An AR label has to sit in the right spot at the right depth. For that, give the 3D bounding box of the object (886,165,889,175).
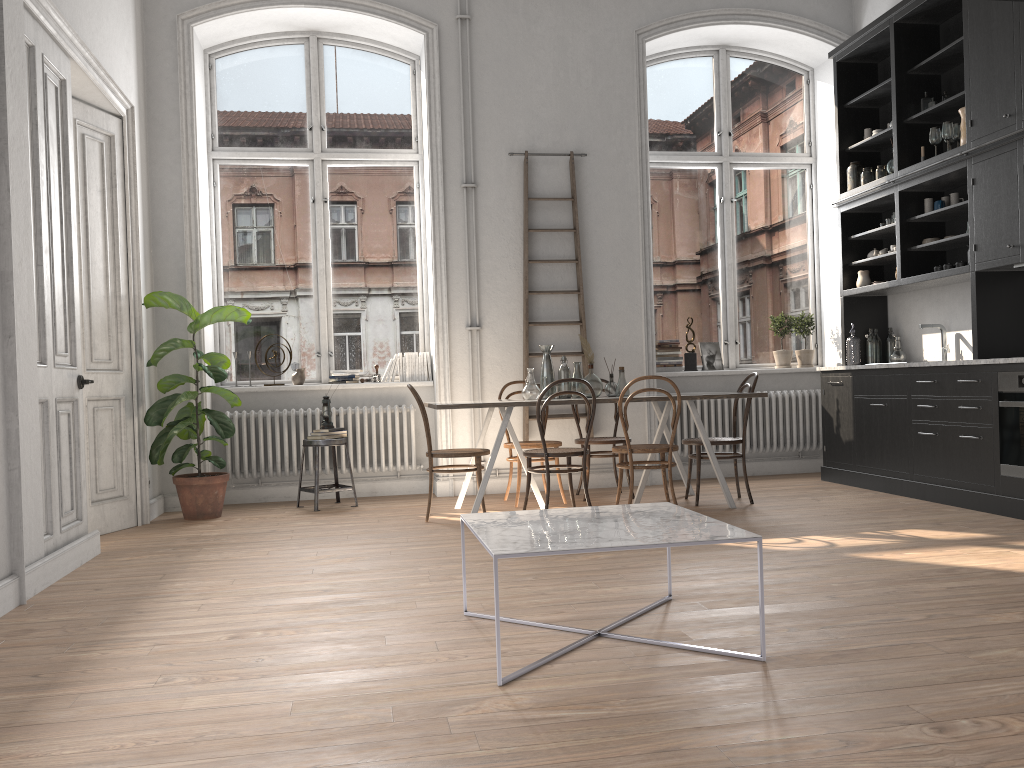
[{"bbox_3d":[3.044,-1.676,7.171,0.092,0.184,0.092,-2,1,-45],"label":"object"}]

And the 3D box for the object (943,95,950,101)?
[{"bbox_3d":[3.144,-2.028,6.414,0.044,0.121,0.058,-2,0,17],"label":"object"}]

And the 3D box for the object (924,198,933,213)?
[{"bbox_3d":[3.089,-1.300,6.559,0.082,0.135,0.059,-2,1,-42],"label":"object"}]

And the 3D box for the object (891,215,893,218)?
[{"bbox_3d":[3.044,-1.285,7.042,0.060,0.107,0.060,-2,1,-42],"label":"object"}]

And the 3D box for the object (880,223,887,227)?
[{"bbox_3d":[2.966,-1.252,7.060,0.071,0.047,0.071,-2,0,28],"label":"object"}]

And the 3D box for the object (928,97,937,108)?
[{"bbox_3d":[3.069,-2.027,6.466,0.041,0.125,0.053,-2,1,-43],"label":"object"}]

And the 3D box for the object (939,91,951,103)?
[{"bbox_3d":[3.183,-2.057,6.514,0.065,0.177,0.084,-2,0,12],"label":"object"}]

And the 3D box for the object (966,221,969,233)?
[{"bbox_3d":[3.136,-1.065,6.070,0.058,0.094,0.058,-2,0,29],"label":"object"}]

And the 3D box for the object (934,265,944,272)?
[{"bbox_3d":[3.051,-0.818,6.311,0.088,0.059,0.104,-2,0,-21],"label":"object"}]

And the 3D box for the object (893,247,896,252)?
[{"bbox_3d":[2.993,-1.040,6.912,0.049,0.054,0.039,-2,0,16],"label":"object"}]

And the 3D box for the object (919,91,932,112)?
[{"bbox_3d":[3.063,-2.065,6.555,0.084,0.199,0.065,-2,0,12],"label":"object"}]

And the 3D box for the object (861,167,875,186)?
[{"bbox_3d":[2.873,-1.661,7.153,0.114,0.155,0.114,-2,0,-6],"label":"object"}]

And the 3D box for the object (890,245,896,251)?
[{"bbox_3d":[3.002,-1.065,6.980,0.039,0.055,0.049,-2,0,11],"label":"object"}]

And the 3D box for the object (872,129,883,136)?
[{"bbox_3d":[2.978,-2.011,7.208,0.096,0.095,0.096,-2,0,24],"label":"object"}]

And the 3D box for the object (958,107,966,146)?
[{"bbox_3d":[3.057,-1.722,5.964,0.094,0.267,0.116,-2,1,32],"label":"object"}]

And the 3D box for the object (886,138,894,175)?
[{"bbox_3d":[2.914,-1.763,6.737,0.134,0.357,0.134,-2,1,35],"label":"object"}]

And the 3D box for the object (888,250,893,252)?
[{"bbox_3d":[3.002,-1.040,6.975,0.085,0.016,0.085,-2,0,31],"label":"object"}]

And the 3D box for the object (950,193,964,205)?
[{"bbox_3d":[3.198,-1.305,6.382,0.059,0.135,0.082,-2,0,-27],"label":"object"}]

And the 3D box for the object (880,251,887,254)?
[{"bbox_3d":[2.984,-1.047,7.127,0.058,0.033,0.056,-2,0,-35],"label":"object"}]

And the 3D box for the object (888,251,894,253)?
[{"bbox_3d":[3.002,-1.033,6.973,0.085,0.016,0.085,-2,0,22],"label":"object"}]

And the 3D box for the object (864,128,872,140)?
[{"bbox_3d":[2.935,-2.029,7.309,0.059,0.135,0.082,-2,0,18],"label":"object"}]

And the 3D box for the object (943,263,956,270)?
[{"bbox_3d":[3.063,-0.818,6.199,0.088,0.059,0.104,-2,0,-31],"label":"object"}]

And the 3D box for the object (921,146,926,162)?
[{"bbox_3d":[3.019,-1.668,6.514,0.123,0.161,0.123,-2,0,-1],"label":"object"}]

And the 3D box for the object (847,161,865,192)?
[{"bbox_3d":[2.828,-1.700,7.290,0.118,0.238,0.118,-2,0,-25],"label":"object"}]

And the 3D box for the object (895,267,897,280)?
[{"bbox_3d":[2.968,-0.847,6.780,0.069,0.123,0.173,-2,0,22],"label":"object"}]

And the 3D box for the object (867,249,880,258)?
[{"bbox_3d":[2.984,-1.062,7.287,0.140,0.100,0.125,-2,0,-29],"label":"object"}]

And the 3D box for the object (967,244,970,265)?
[{"bbox_3d":[3.143,-0.886,5.981,0.124,0.192,0.129,-2,0,18],"label":"object"}]

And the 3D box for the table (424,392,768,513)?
[{"bbox_3d":[0.534,0.486,6.242,2.200,0.780,1.100,-2,0,-10],"label":"table"}]

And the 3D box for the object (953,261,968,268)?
[{"bbox_3d":[3.101,-0.819,6.103,0.104,0.059,0.088,-2,0,-1],"label":"object"}]

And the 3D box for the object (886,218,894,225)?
[{"bbox_3d":[2.974,-1.263,6.977,0.064,0.069,0.064,-2,0,38],"label":"object"}]

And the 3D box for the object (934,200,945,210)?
[{"bbox_3d":[3.105,-1.280,6.444,0.140,0.093,0.082,-2,0,-45],"label":"object"}]

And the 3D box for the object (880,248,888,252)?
[{"bbox_3d":[2.983,-1.067,7.127,0.055,0.047,0.058,-2,0,5],"label":"object"}]

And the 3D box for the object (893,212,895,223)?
[{"bbox_3d":[2.999,-1.284,6.908,0.060,0.107,0.060,-2,0,18],"label":"object"}]

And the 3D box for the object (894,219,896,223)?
[{"bbox_3d":[2.984,-1.253,6.840,0.071,0.047,0.071,-2,0,28],"label":"object"}]

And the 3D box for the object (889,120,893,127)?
[{"bbox_3d":[2.996,-2.073,6.883,0.132,0.219,0.132,-2,0,-36],"label":"object"}]

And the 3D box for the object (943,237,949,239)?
[{"bbox_3d":[3.203,-1.046,6.443,0.123,0.036,0.123,-2,0,-22],"label":"object"}]

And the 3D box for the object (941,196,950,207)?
[{"bbox_3d":[3.180,-1.304,6.521,0.082,0.135,0.059,-2,0,18],"label":"object"}]

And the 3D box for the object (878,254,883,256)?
[{"bbox_3d":[2.985,-1.033,7.129,0.085,0.017,0.085,-2,0,-14],"label":"object"}]

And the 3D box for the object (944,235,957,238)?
[{"bbox_3d":[3.202,-1.054,6.443,0.112,0.036,0.112,-2,0,33],"label":"object"}]

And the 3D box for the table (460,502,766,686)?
[{"bbox_3d":[0.296,0.686,3.114,0.849,0.392,0.849,-2,0,-10],"label":"table"}]

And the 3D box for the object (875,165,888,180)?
[{"bbox_3d":[2.944,-1.660,7.062,0.096,0.150,0.096,-2,0,-21],"label":"object"}]

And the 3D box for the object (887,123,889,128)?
[{"bbox_3d":[3.061,-2.033,7.147,0.059,0.135,0.082,-2,0,13],"label":"object"}]
